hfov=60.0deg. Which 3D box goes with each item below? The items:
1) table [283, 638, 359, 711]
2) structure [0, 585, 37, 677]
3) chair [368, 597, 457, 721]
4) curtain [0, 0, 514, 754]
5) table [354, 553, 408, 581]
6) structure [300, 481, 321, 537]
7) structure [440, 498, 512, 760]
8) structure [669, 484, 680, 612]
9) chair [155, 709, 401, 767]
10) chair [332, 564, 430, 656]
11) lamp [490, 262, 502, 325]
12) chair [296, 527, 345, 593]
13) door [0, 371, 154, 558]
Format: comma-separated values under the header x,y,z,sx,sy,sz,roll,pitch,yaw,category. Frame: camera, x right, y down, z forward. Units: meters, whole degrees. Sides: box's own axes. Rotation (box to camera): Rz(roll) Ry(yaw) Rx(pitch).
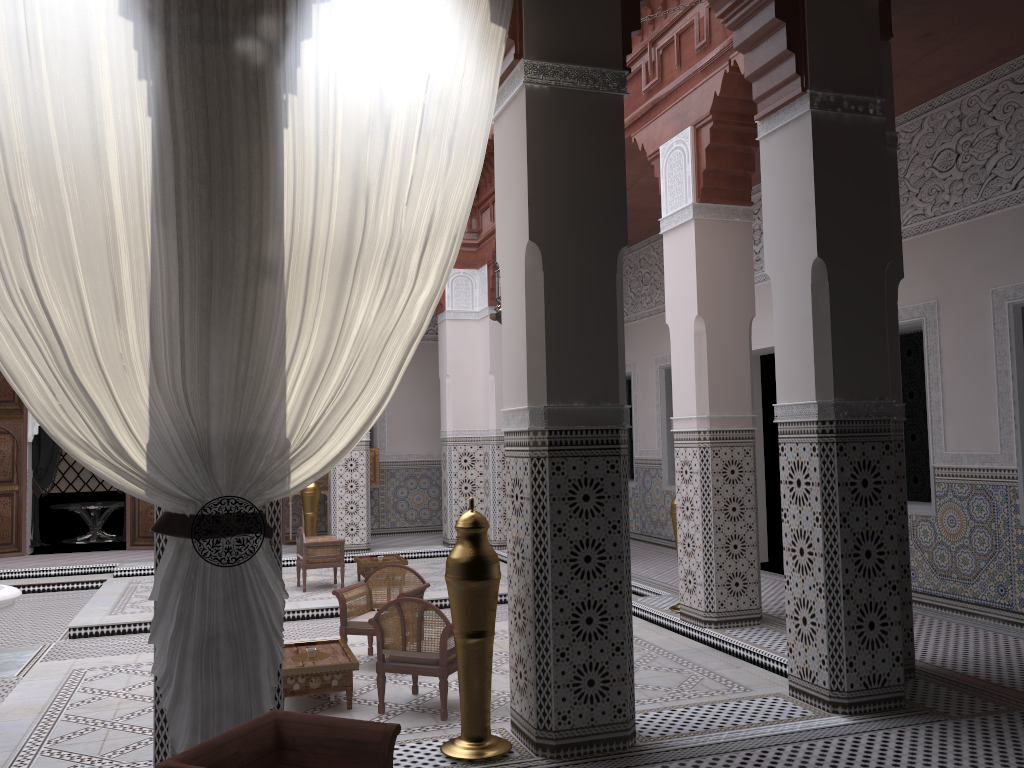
x,y,z,sx,sy,sz,roll,pitch,yaw,category
-0.575,0.830,2.533,0.229,0.142,0.330,0,-4,-18,table
-2.042,0.917,3.240,0.528,0.310,0.501,0,-4,-18,structure
-0.231,0.730,2.443,0.263,0.313,0.208,-3,-4,22,chair
-0.552,-0.181,1.659,1.304,1.761,0.137,0,-4,-18,curtain
-0.682,0.965,4.598,0.229,0.142,0.330,0,-4,-18,table
-1.239,0.770,5.459,0.156,0.539,0.156,0,-4,-12,structure
-0.083,0.519,1.936,0.156,0.539,0.156,-1,-4,-1,structure
0.679,0.599,3.436,0.156,0.539,0.156,-4,-4,32,structure
-0.319,0.632,1.250,0.234,0.252,0.259,-3,-4,21,chair
-0.427,0.766,2.932,0.263,0.313,0.208,-2,-4,18,chair
0.055,-0.335,2.307,0.216,0.552,0.221,0,-4,-18,lamp
-0.974,0.879,4.503,0.208,0.313,0.263,0,-4,-22,chair
-2.877,0.377,5.898,1.244,1.461,0.419,0,-4,-18,door
